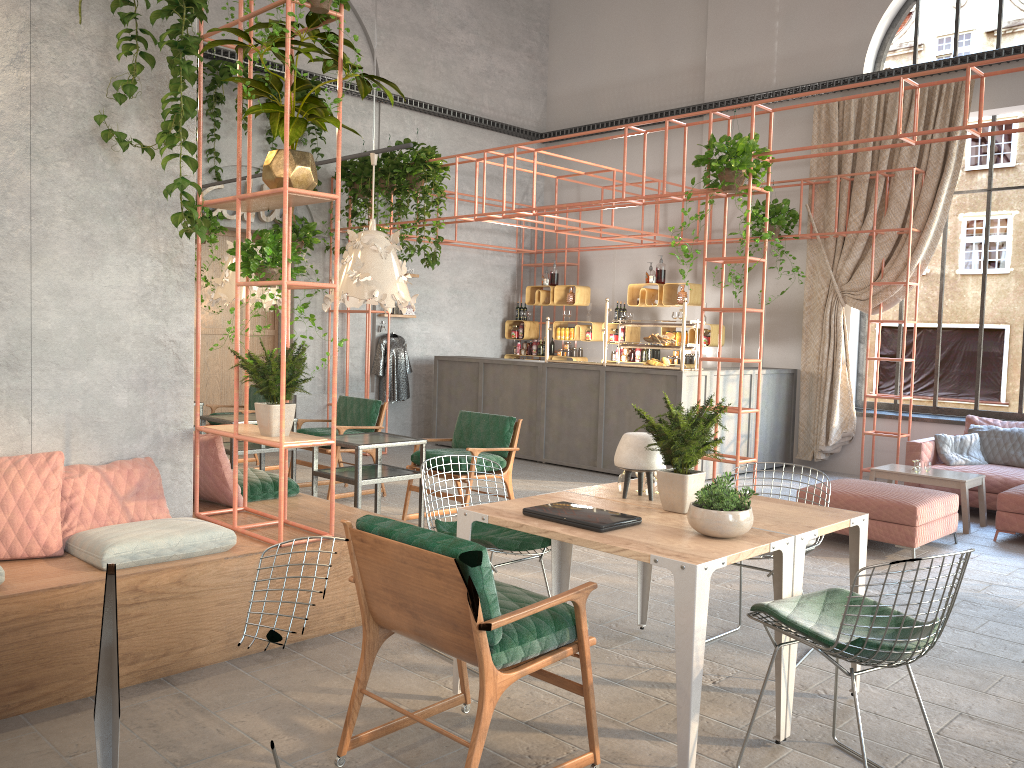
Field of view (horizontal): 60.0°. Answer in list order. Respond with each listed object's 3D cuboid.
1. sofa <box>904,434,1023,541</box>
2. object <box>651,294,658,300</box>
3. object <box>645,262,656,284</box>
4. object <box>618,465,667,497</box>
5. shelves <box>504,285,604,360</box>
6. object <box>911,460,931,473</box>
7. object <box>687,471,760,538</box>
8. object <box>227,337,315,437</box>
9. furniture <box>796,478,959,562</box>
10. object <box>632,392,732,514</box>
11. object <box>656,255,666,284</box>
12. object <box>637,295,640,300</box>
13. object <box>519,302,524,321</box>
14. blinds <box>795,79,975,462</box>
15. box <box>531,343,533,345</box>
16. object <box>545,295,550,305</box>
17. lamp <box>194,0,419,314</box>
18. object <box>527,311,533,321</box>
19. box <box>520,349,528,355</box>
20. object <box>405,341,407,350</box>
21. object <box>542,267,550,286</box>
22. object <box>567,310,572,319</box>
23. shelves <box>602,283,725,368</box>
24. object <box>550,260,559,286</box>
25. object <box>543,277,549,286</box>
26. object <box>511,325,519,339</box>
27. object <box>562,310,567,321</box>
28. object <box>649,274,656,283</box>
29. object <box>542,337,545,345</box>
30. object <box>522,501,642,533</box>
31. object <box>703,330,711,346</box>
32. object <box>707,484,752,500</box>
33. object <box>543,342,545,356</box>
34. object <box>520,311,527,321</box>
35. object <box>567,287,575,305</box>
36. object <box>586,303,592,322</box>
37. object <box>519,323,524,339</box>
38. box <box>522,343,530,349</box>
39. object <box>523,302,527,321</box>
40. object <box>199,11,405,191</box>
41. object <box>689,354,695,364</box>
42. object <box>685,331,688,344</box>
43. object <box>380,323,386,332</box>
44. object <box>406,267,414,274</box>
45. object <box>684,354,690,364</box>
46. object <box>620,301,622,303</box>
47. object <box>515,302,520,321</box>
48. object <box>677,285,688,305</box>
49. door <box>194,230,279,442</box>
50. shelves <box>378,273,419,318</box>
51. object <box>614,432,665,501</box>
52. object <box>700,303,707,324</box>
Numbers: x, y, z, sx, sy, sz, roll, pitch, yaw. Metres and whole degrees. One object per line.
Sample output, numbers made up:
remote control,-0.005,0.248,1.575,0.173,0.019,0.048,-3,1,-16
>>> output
sofa,4.673,0.943,7.990,2.219,0.672,1.960,5,5,45
object,1.919,-1.128,11.851,0.141,0.142,0.123,5,5,44
object,1.888,-1.503,12.068,0.134,0.301,0.134,4,4,33
object,0.633,0.451,4.307,0.210,0.154,0.165,4,4,34
shelves,0.623,-0.538,13.245,1.750,1.838,0.328,5,5,44
object,3.674,0.771,8.025,0.199,0.145,0.156,0,4,-31
object,0.805,0.462,3.421,0.254,0.247,0.248,5,5,44
object,-1.238,0.012,4.631,0.368,0.527,0.438,5,5,44
furniture,2.952,1.048,7.180,0.976,0.446,0.941,5,5,44
object,0.744,0.292,3.851,0.368,0.527,0.438,5,5,44
object,2.000,-1.533,11.906,0.134,0.386,0.134,4,4,33
object,1.761,-1.151,12.106,0.097,0.148,0.097,5,4,41
object,0.143,-1.121,13.665,0.066,0.291,0.066,-1,4,-39
blinds,5.344,-1.105,9.220,0.414,4.389,4.957,-2,5,-44
box,0.276,-0.582,13.587,0.122,0.093,0.058,5,5,44
object,0.553,-1.248,13.195,0.141,0.142,0.123,5,5,44
lamp,-2.244,-2.644,7.575,4.456,4.052,0.704,5,5,44
object,0.266,-1.044,13.643,0.115,0.147,0.115,2,3,-1
box,0.188,-0.487,13.510,0.122,0.093,0.058,5,5,44
object,-1.491,-0.527,12.459,0.033,0.146,0.070,3,3,16
object,0.522,-1.624,13.412,0.134,0.301,0.134,4,4,33
object,0.834,-0.989,12.900,0.083,0.159,0.083,-1,4,-36
shelves,1.989,-0.418,11.902,1.750,1.838,0.328,5,5,44
object,0.634,-1.653,13.249,0.134,0.386,0.134,1,3,-12
object,0.508,-1.521,13.177,0.088,0.123,0.088,2,3,11
object,0.057,-0.799,13.667,0.131,0.207,0.131,2,3,0
object,0.769,-0.995,12.964,0.083,0.159,0.083,-1,4,-36
object,1.874,-1.400,11.834,0.088,0.123,0.088,2,3,11
object,0.490,-0.566,13.347,0.074,0.287,0.072,1,3,-14
object,0.284,0.541,3.635,0.427,0.031,0.268,5,5,44
object,2.485,-0.587,11.300,0.131,0.207,0.131,2,3,0
object,1.039,0.518,4.257,0.218,0.041,0.218,-1,4,-37
object,0.495,-0.560,13.226,0.066,0.291,0.066,4,4,29
object,0.174,-1.041,13.550,0.115,0.147,0.115,2,3,-1
object,0.868,-1.284,12.970,0.137,0.261,0.137,1,3,-9
object,1.110,-1.032,12.802,0.075,0.273,0.075,2,3,11
object,0.161,-0.815,13.547,0.094,0.248,0.072,5,5,44
box,0.217,-0.580,13.536,0.058,0.093,0.122,-1,4,-34
object,0.202,-1.122,13.721,0.066,0.291,0.066,1,3,-6
object,-1.063,-1.449,4.561,0.934,0.947,0.903,2,3,6
object,2.374,-0.331,11.665,0.073,0.131,0.073,4,4,37
object,2.235,-0.597,11.486,0.069,0.191,0.069,0,4,-28
object,-1.771,-0.771,12.142,0.093,0.121,0.049,-1,5,-43
object,-1.470,-1.576,12.312,0.013,0.101,0.263,5,5,44
object,2.277,-0.327,11.559,0.073,0.131,0.073,4,4,37
object,1.509,-1.001,12.322,0.066,0.291,0.066,-1,4,-39
object,0.090,-1.119,13.610,0.066,0.291,0.066,3,3,14
object,2.235,-1.164,11.627,0.137,0.261,0.137,1,3,-9
door,-3.721,-0.558,11.267,0.551,2.729,1.360,5,5,44
shelves,-1.557,-1.312,12.219,0.186,0.790,0.560,5,5,45
object,0.597,0.388,4.151,0.241,0.313,0.241,2,3,0
object,2.476,-0.912,11.458,0.075,0.273,0.075,4,4,33
